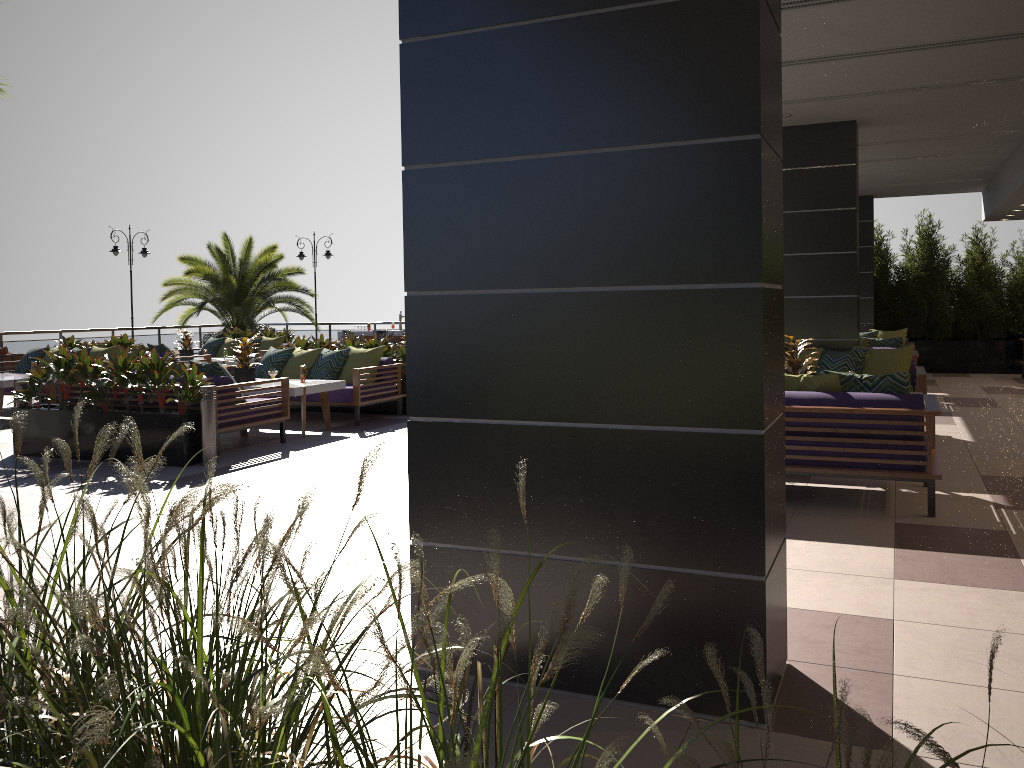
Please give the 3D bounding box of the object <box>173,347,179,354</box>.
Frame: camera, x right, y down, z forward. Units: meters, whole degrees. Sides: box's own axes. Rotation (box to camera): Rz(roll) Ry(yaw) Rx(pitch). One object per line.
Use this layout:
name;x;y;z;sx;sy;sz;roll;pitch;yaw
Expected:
object;-6.059;-0.568;15.957;0.106;0.197;0.106;-2;3;-33

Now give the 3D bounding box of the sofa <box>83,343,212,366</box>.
sofa;-6.084;-0.240;14.398;2.126;0.918;1.122;1;4;24

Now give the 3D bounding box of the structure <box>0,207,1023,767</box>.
structure;3.531;-0.773;5.863;7.817;3.115;24.793;1;5;23

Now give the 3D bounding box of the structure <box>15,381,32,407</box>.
structure;-4.895;0.325;8.889;0.100;0.699;0.180;0;2;24

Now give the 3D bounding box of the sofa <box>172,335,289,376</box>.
sofa;-5.151;-0.439;16.513;2.126;0.918;1.122;1;4;24

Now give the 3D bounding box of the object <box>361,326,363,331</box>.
object;-3.332;-1.200;19.790;0.105;0.208;0.105;-1;2;-1

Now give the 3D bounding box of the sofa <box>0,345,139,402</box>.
sofa;-6.658;-0.109;13.005;2.126;0.918;1.122;1;4;24

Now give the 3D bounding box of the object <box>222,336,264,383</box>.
object;-3.050;-0.280;10.129;0.430;0.525;0.426;1;4;41

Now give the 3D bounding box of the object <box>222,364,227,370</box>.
object;-3.458;-0.146;10.650;0.069;0.181;0.069;-2;2;-33

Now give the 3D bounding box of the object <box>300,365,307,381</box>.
object;-2.395;-0.126;10.155;0.067;0.189;0.084;-2;2;-36

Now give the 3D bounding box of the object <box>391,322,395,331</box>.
object;-2.554;-1.233;19.005;0.069;0.181;0.069;-1;2;-4

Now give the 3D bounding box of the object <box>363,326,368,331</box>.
object;-3.256;-1.193;19.692;0.105;0.208;0.105;-1;2;-1

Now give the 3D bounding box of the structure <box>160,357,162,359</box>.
structure;-5.303;-0.047;13.261;0.100;0.699;0.180;0;2;24

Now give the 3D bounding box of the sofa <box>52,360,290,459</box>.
sofa;-3.485;0.174;9.103;2.126;0.918;1.122;1;4;24

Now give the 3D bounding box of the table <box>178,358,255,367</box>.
table;-5.610;-0.156;15.435;2.037;0.552;0.944;1;5;24

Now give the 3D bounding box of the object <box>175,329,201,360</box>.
object;-5.679;-0.691;15.395;0.425;0.525;0.430;-3;4;-39

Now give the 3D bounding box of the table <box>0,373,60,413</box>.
table;-7.127;0.173;11.949;2.037;0.552;0.944;1;5;24

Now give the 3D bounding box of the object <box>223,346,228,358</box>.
object;-5.026;-0.557;15.534;0.069;0.211;0.069;-1;2;11

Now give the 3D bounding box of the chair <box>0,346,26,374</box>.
chair;-9.317;-0.300;16.318;0.714;0.814;0.716;0;3;24

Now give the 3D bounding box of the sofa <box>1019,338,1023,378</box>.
sofa;9.513;-0.508;14.357;2.126;0.918;1.122;1;4;24

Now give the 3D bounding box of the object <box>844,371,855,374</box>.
object;2.991;-0.020;7.848;0.067;0.189;0.084;-3;3;-41

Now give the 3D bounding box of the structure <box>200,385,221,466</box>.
structure;-2.720;0.369;7.942;0.100;0.699;0.180;0;2;24

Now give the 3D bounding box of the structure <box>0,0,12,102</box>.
structure;-6.799;-2.285;7.279;4.710;6.492;4.751;1;4;41

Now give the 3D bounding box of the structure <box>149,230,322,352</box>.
structure;-6.421;-1.980;20.829;3.800;3.297;3.761;-2;3;-9

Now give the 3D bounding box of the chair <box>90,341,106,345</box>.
chair;-8.554;-0.465;18.071;0.714;0.814;0.716;0;3;24

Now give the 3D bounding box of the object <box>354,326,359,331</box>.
object;-3.467;-1.197;19.780;0.105;0.208;0.105;-1;2;-1

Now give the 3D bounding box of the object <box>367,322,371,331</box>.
object;-3.108;-1.248;19.242;0.067;0.189;0.084;-3;3;-41

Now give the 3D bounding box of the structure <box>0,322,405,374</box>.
structure;-4.553;-0.183;12.605;12.917;1.056;17.549;1;5;23

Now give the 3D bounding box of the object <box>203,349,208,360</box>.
object;-5.169;-0.491;14.922;0.067;0.189;0.084;-2;2;-36

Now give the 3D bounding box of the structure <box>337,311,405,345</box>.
structure;-1.646;-0.914;18.905;4.401;1.326;0.806;1;3;24

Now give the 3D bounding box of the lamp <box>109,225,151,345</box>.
lamp;-8.404;-1.853;19.564;0.264;3.322;1.124;0;2;24

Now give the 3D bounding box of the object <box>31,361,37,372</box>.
object;-6.478;-0.215;12.002;0.067;0.189;0.084;-2;2;-36

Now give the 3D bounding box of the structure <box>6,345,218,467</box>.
structure;-3.804;0.212;8.401;2.251;1.170;0.739;1;3;25

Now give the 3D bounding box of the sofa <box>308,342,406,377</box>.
sofa;-1.977;-0.156;12.611;2.126;0.918;1.122;1;4;24

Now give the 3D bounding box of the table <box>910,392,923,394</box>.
table;2.479;0.371;7.737;2.037;0.552;0.944;1;5;24

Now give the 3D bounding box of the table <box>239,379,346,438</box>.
table;-3.030;0.256;10.166;2.037;0.552;0.944;1;5;24

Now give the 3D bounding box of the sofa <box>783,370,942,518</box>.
sofa;1.902;0.314;6.399;2.126;0.918;1.122;1;4;24

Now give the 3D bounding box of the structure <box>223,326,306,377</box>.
structure;-4.880;-0.536;17.253;2.251;1.170;0.739;1;3;25

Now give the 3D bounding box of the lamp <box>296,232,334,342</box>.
lamp;-4.876;-2.124;21.981;1.122;3.322;0.264;0;2;24

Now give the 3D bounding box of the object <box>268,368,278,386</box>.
object;-2.606;-0.082;9.653;0.106;0.197;0.106;-2;3;-33

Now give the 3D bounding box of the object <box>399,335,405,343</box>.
object;-1.534;-0.607;13.603;0.425;0.525;0.431;1;3;36

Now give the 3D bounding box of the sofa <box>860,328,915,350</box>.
sofa;5.391;-0.442;14.419;2.126;0.918;1.122;1;4;24

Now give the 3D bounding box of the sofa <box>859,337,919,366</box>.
sofa;4.367;-0.220;12.066;2.126;0.918;1.122;1;4;24

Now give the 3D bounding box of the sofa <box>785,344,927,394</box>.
sofa;3.078;0.060;9.101;2.126;0.918;1.122;1;4;24

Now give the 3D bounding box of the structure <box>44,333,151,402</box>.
structure;-6.441;-0.203;13.721;2.248;1.170;0.716;1;3;20

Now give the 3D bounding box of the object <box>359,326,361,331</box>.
object;-3.428;-1.207;19.889;0.105;0.208;0.105;-1;2;-1

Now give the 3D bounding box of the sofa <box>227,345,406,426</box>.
sofa;-2.551;-0.026;11.218;2.126;0.918;1.122;1;4;24

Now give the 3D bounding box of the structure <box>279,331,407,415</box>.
structure;-2.268;-0.119;11.925;2.419;1.171;0.702;1;3;25

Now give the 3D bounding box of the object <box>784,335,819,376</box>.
object;2.466;-0.167;7.715;0.430;0.525;0.426;1;3;36
